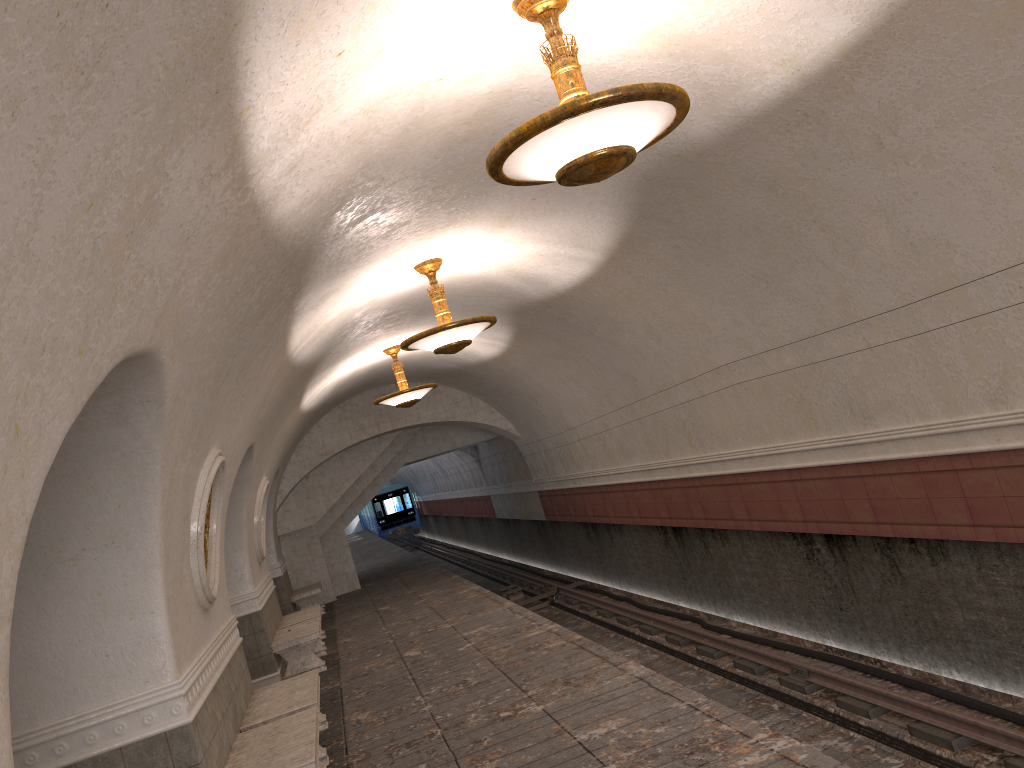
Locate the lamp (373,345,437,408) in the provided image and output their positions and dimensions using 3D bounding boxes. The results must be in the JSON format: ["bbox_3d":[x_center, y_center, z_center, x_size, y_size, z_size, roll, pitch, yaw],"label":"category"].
[{"bbox_3d":[-1.707,-0.094,13.617,1.008,0.955,1.008,-20,-5,32],"label":"lamp"}]

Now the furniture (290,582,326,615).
[{"bbox_3d":[-4.095,4.392,17.906,0.613,0.508,1.509,-16,-4,-14],"label":"furniture"}]

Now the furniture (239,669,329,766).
[{"bbox_3d":[-1.913,2.937,7.653,0.613,0.508,1.509,-16,-4,-14],"label":"furniture"}]

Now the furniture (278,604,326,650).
[{"bbox_3d":[-3.143,3.757,13.430,0.613,0.508,1.509,-16,-4,-14],"label":"furniture"}]

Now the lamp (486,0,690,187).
[{"bbox_3d":[0.284,-1.421,4.260,1.008,0.955,1.008,-17,-4,2],"label":"lamp"}]

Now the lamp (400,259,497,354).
[{"bbox_3d":[-0.711,-0.758,8.937,1.008,0.955,1.008,-17,-4,2],"label":"lamp"}]

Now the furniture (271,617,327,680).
[{"bbox_3d":[-2.796,3.526,11.800,0.613,0.508,1.509,-16,-4,-14],"label":"furniture"}]

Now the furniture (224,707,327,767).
[{"bbox_3d":[-1.566,2.706,6.024,0.613,0.508,1.509,-16,-4,-14],"label":"furniture"}]
